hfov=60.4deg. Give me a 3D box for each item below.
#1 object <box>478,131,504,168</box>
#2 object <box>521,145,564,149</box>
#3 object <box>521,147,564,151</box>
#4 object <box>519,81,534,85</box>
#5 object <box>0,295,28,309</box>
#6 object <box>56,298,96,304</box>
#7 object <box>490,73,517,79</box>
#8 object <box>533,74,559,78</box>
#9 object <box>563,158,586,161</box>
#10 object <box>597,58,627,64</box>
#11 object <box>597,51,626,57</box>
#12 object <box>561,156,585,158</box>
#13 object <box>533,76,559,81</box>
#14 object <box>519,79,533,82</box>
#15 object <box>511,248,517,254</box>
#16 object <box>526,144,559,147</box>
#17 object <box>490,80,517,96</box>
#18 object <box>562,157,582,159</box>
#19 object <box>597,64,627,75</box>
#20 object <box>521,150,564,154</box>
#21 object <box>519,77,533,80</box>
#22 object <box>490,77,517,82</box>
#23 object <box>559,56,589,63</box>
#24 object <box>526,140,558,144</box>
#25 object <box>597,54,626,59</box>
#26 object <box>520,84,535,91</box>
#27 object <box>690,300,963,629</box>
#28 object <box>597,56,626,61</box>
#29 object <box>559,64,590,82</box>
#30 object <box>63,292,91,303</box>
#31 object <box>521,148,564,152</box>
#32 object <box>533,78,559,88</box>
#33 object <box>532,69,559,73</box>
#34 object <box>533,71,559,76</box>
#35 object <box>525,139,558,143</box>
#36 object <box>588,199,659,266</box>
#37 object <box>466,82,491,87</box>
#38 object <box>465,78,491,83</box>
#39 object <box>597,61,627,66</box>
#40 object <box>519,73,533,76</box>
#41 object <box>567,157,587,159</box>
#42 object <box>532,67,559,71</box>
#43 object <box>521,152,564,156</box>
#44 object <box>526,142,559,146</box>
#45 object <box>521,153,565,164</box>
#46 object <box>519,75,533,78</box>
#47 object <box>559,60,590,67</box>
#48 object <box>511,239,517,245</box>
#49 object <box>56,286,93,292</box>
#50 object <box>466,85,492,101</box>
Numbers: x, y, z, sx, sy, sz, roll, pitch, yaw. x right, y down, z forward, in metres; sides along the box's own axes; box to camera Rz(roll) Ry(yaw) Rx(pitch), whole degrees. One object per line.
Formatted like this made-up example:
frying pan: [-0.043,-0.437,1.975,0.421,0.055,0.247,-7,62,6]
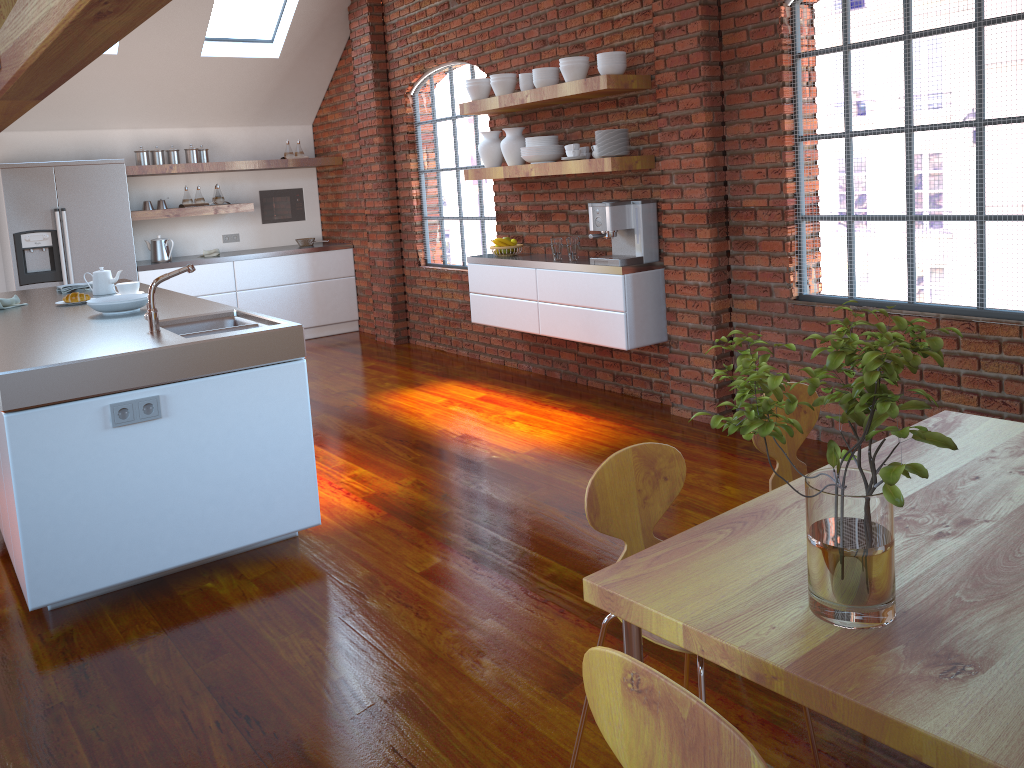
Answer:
object: [-0.138,-1.622,6.095,0.192,0.246,0.196,-3,9,5]
object: [0.195,-1.486,5.613,0.283,0.054,0.286,6,16,37]
object: [0.196,-1.476,5.614,0.283,0.054,0.286,6,16,37]
object: [0.099,-1.924,5.699,0.098,0.060,0.101,-3,11,5]
object: [-2.690,-0.430,4.615,0.195,0.060,0.208,0,13,17]
object: [-2.274,-0.428,4.590,0.195,0.013,0.198,-7,14,-13]
object: [-0.055,-1.992,5.824,0.180,0.102,0.185,-4,12,1]
object: [0.214,-1.900,5.505,0.167,0.060,0.167,-14,16,-39]
object: [0.375,-1.354,5.316,0.153,0.012,0.157,0,14,16]
object: [0.567,-1.801,4.984,0.165,0.060,0.169,-3,12,5]
object: [0.564,-1.839,4.980,0.165,0.060,0.169,-3,12,5]
object: [0.374,-1.367,5.315,0.153,0.012,0.157,0,14,16]
object: [0.215,-1.887,5.507,0.167,0.060,0.167,-14,16,-39]
object: [0.098,-1.937,5.697,0.098,0.060,0.101,-3,11,5]
object: [-0.002,-0.945,6.146,0.070,0.068,0.069,-9,11,-25]
object: [0.195,-1.495,5.612,0.216,0.054,0.215,-16,17,-42]
object: [-0.052,-1.949,5.829,0.180,0.102,0.185,-4,12,1]
object: [0.375,-1.362,5.315,0.153,0.012,0.157,0,14,16]
object: [0.569,-1.772,4.988,0.165,0.060,0.169,-3,12,5]
object: [0.197,-1.457,5.616,0.283,0.054,0.286,6,16,37]
object: [0.097,-1.951,5.696,0.098,0.060,0.101,-3,11,5]
object: [-0.053,-1.970,5.827,0.180,0.102,0.185,-4,12,1]
object: [0.371,-1.879,5.222,0.180,0.102,0.184,2,13,25]
object: [0.193,-1.517,5.609,0.216,0.054,0.215,-16,17,-42]
object: [0.565,-1.826,4.982,0.165,0.060,0.169,-3,12,5]
object: [0.100,-1.908,5.700,0.098,0.060,0.101,-3,11,5]
object: [0.506,0.132,1.440,0.426,0.513,0.396,-2,9,10]
object: [0.566,-1.814,4.983,0.165,0.060,0.169,-3,12,5]
object: [0.374,-1.835,5.227,0.180,0.102,0.184,2,13,25]
object: [-2.278,-0.453,4.599,0.138,0.050,0.063,-7,11,-16]
object: [0.197,-1.468,5.615,0.283,0.054,0.286,6,16,37]
object: [0.216,-1.871,5.508,0.167,0.060,0.167,-14,16,-39]
object: [0.212,-1.925,5.502,0.167,0.060,0.167,-14,16,-39]
object: [0.213,-1.914,5.504,0.167,0.060,0.167,-14,16,-39]
object: [0.193,-1.527,5.608,0.216,0.054,0.215,-16,17,-42]
object: [0.626,-0.888,5.121,0.383,0.364,0.273,-11,11,-34]
object: [-0.224,-2.001,6.005,0.180,0.102,0.185,-4,12,1]
object: [-0.226,-2.023,6.003,0.180,0.102,0.185,-4,12,1]
object: [0.568,-1.788,4.986,0.165,0.060,0.169,-3,12,5]
object: [0.096,-1.975,5.693,0.098,0.060,0.101,-3,11,5]
object: [0.375,-1.358,5.316,0.153,0.012,0.157,0,14,16]
object: [0.211,-1.938,5.501,0.167,0.060,0.167,-14,16,-39]
object: [0.198,-1.446,5.617,0.283,0.054,0.286,6,16,37]
object: [0.194,-1.505,5.611,0.216,0.054,0.215,-16,17,-42]
object: [0.199,-1.436,5.618,0.283,0.054,0.286,6,16,37]
object: [0.096,-1.962,5.694,0.098,0.060,0.101,-3,11,5]
object: [0.373,-1.856,5.225,0.180,0.102,0.184,2,13,25]
object: [0.013,-0.986,6.111,0.046,0.045,0.055,-3,11,7]
object: [-2.605,-0.579,5.326,0.231,0.026,0.168,1,14,20]
object: [-0.223,-1.980,6.008,0.180,0.102,0.185,-4,12,1]
